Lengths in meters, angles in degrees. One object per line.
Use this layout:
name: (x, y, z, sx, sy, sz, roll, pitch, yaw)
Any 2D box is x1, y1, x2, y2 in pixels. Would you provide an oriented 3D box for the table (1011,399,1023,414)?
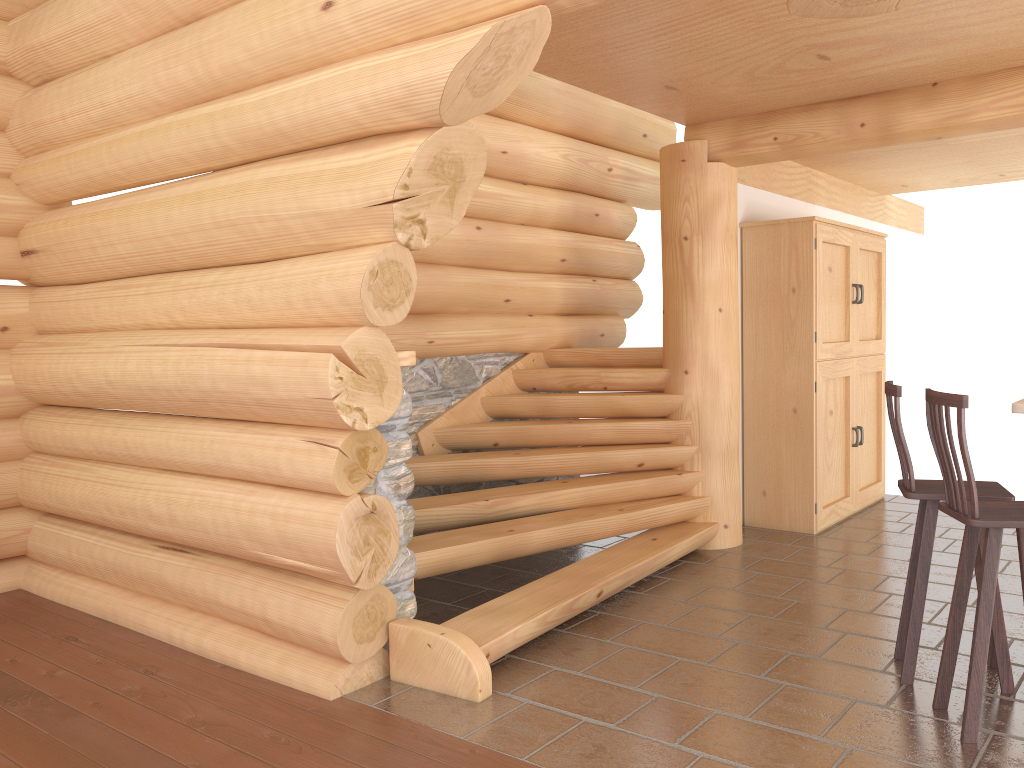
table: (3.641, 0.701, 3.052, 3.220, 1.257, 1.196, 1, 4, 38)

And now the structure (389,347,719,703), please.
structure: (-0.011, 0.435, 5.794, 1.951, 1.643, 3.604, 1, 4, 32)

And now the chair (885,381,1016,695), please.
chair: (1.941, 0.654, 3.968, 0.504, 1.319, 0.406, 0, 3, 19)

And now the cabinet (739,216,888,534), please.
cabinet: (2.636, -0.111, 7.564, 0.670, 2.403, 1.847, 1, 4, 38)

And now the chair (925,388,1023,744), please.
chair: (1.904, 0.684, 3.449, 0.504, 1.319, 0.406, -1, 3, 7)
